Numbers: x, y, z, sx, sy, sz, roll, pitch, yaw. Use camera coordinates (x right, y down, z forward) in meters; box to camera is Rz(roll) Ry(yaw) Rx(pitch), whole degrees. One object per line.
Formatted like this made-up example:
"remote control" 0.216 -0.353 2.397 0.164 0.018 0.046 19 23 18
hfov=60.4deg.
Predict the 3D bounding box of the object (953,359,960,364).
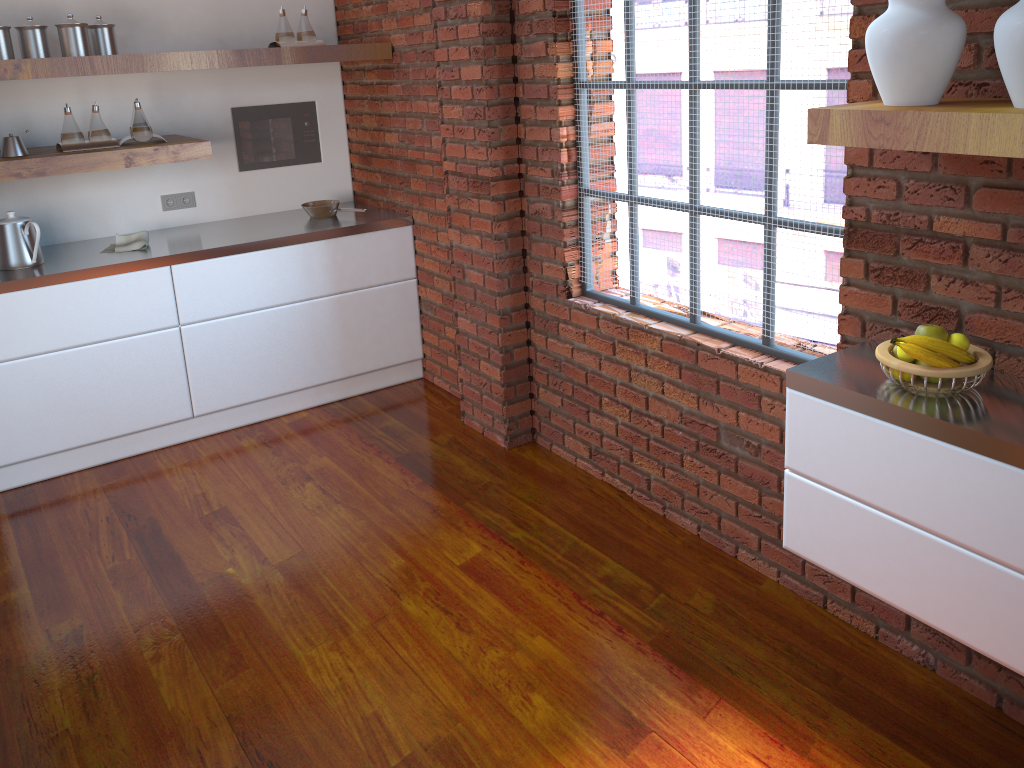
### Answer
"object" 0.969 -0.055 1.979 0.070 0.067 0.070 -11 19 -22

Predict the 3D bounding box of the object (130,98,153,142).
"object" -1.677 -1.188 3.961 0.094 0.187 0.207 -10 19 -22

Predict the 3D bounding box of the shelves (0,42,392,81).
"shelves" -1.584 -1.460 3.999 2.003 0.074 0.669 -16 24 -31

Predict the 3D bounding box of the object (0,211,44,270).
"object" -2.106 -0.613 3.719 0.302 0.231 0.187 -4 17 -1

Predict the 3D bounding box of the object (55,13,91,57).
"object" -1.829 -1.453 3.668 0.129 0.172 0.130 -16 21 -36

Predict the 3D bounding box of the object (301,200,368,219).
"object" -0.918 -0.878 4.470 0.352 0.072 0.199 12 25 36

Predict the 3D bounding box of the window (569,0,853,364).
"window" 4.297 -0.381 1.291 3.695 9.603 17.700 -16 23 -40

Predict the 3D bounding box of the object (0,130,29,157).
"object" -2.079 -1.000 3.663 0.106 0.097 0.110 0 18 9

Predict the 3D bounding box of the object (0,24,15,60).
"object" -2.101 -1.405 3.581 0.129 0.172 0.130 -16 21 -36

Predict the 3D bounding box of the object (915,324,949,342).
"object" 0.934 -0.102 1.959 0.070 0.059 0.070 -8 19 -15

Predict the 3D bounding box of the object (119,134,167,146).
"object" -1.672 -1.110 3.981 0.196 0.032 0.230 -12 22 -21

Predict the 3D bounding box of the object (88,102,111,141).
"object" -1.810 -1.135 3.843 0.093 0.186 0.096 0 16 11

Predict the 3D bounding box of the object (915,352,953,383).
"object" 0.926 -0.037 1.927 0.077 0.063 0.078 -3 18 1

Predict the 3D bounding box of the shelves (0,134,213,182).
"shelves" -1.943 -0.989 3.854 1.079 0.074 0.669 -16 24 -31

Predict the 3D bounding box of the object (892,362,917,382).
"object" 0.870 -0.027 1.950 0.046 0.044 0.057 -3 18 1

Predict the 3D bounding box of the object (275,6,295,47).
"object" -1.091 -1.709 4.209 0.093 0.185 0.096 -9 17 -19

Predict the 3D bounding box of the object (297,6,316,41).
"object" -1.003 -1.736 4.269 0.093 0.186 0.096 0 16 11

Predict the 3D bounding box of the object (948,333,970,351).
"object" 0.983 -0.089 1.938 0.047 0.045 0.056 0 18 9

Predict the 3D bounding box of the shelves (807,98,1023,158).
"shelves" 1.206 -0.390 1.378 0.341 0.074 1.570 -15 24 -29

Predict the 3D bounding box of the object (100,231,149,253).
"object" -1.752 -0.649 3.993 0.204 0.060 0.202 -7 20 -10

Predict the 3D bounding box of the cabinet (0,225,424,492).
"cabinet" -1.497 -0.271 4.284 2.009 0.793 0.726 -16 21 -31

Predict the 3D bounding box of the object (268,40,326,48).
"object" -1.043 -1.644 4.259 0.227 0.032 0.199 -17 24 -32

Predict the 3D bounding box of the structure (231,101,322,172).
"structure" -1.244 -1.321 4.684 0.463 0.324 0.013 -15 18 -31

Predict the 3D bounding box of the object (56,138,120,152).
"object" -1.850 -1.044 3.833 0.227 0.032 0.199 -17 24 -32

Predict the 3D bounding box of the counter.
"counter" -1.520 -0.676 4.178 2.009 0.043 0.730 -16 24 -31

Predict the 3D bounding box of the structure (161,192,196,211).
"structure" -1.695 -0.927 4.463 0.162 0.078 0.033 -16 20 -31

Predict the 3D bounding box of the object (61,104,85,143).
"object" -1.898 -1.109 3.783 0.093 0.185 0.096 -9 17 -19

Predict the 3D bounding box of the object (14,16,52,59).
"object" -1.999 -1.445 3.673 0.129 0.172 0.130 -16 21 -36

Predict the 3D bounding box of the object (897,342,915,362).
"object" 0.876 -0.075 1.946 0.045 0.051 0.052 14 24 43

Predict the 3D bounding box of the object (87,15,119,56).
"object" -1.798 -1.525 3.855 0.129 0.172 0.130 -16 21 -36

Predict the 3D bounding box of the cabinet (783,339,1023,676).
"cabinet" 1.250 0.371 1.575 0.341 0.460 1.658 -13 22 -30

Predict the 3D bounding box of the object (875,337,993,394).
"object" 0.933 -0.035 1.955 0.235 0.069 0.244 2 21 14

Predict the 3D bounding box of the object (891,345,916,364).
"object" 0.899 -0.062 1.995 0.074 0.073 0.074 8 21 31

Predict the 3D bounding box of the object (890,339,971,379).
"object" 0.909 -0.045 1.888 0.176 0.092 0.066 -2 17 4

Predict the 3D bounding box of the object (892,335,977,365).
"object" 0.922 -0.068 1.897 0.184 0.082 0.068 -1 17 5

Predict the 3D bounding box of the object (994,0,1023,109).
"object" 0.992 -0.634 1.614 0.193 0.242 0.198 6 19 28

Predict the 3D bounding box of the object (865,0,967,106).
"object" 0.841 -0.710 1.838 0.192 0.242 0.199 -1 17 7
